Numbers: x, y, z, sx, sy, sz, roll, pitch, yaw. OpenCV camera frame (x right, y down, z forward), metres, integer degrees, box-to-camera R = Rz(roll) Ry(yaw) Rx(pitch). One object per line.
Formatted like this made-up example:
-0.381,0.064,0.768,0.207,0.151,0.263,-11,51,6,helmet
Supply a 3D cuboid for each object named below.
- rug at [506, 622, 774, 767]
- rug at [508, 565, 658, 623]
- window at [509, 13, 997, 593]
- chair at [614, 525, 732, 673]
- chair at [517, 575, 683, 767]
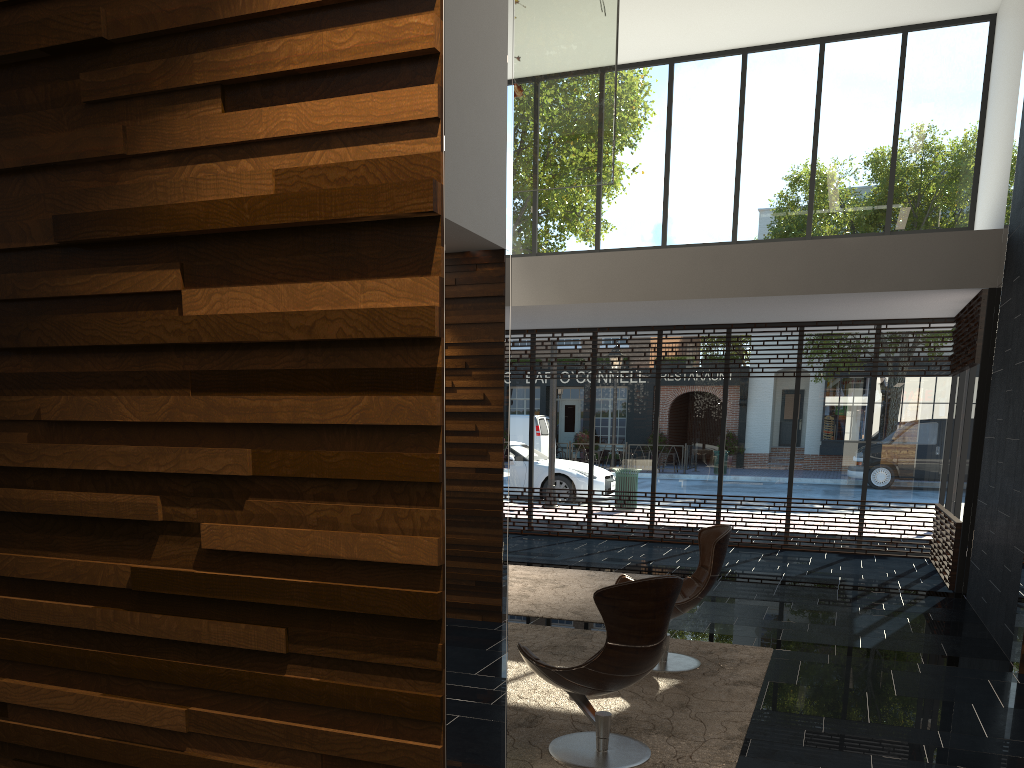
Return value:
-1.471,1.820,5.673,5.882,0.006,3.162,0,-3,21,rug
-0.334,1.960,8.475,3.405,0.006,2.299,0,-3,21,rug
1.912,-0.972,9.865,6.123,6.199,2.284,2,9,20,window
0.992,1.375,5.670,0.788,0.956,0.656,0,6,-11,chair
0.464,1.297,4.089,0.668,0.955,0.776,-5,8,-41,chair
